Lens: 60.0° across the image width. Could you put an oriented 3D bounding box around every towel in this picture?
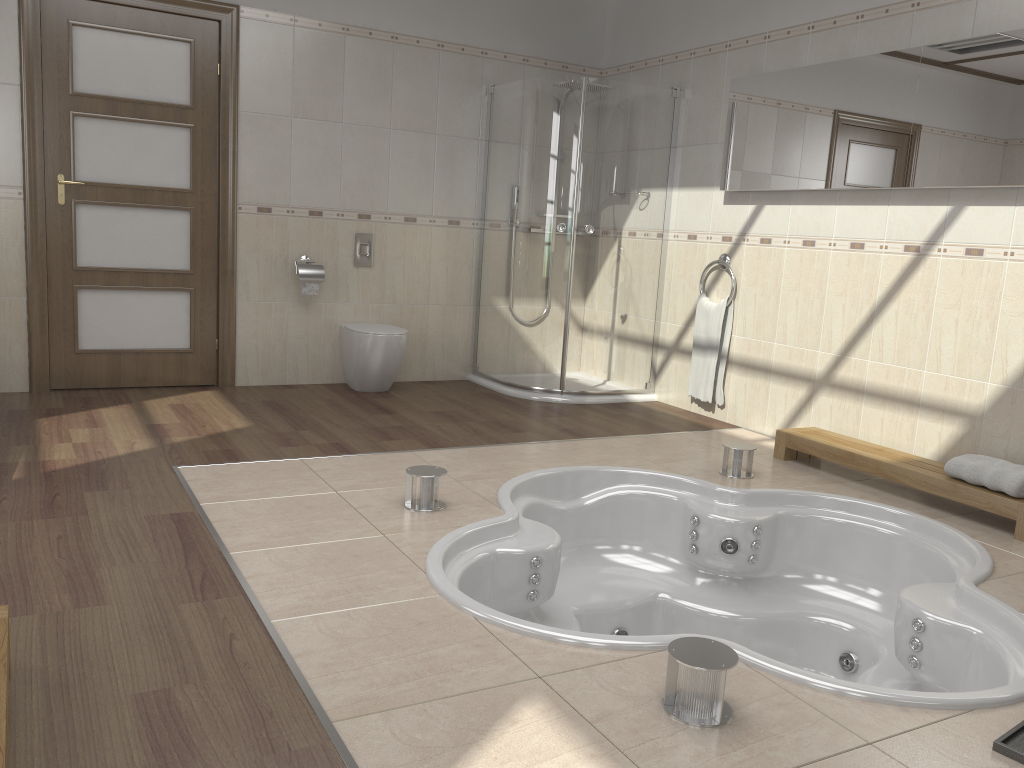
[{"bbox_3d":[1.890,0.351,3.447,0.233,0.099,0.331,-1,11,-24],"label":"towel"},{"bbox_3d":[1.145,-0.205,5.118,0.083,0.635,0.280,-2,11,-28],"label":"towel"}]

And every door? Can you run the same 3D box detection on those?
[{"bbox_3d":[-2.056,-0.982,4.832,0.861,2.026,0.102,-2,11,-31],"label":"door"}]

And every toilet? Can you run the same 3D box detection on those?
[{"bbox_3d":[-0.835,-0.149,5.358,0.337,0.388,0.519,-2,11,-29],"label":"toilet"}]

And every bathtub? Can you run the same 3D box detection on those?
[{"bbox_3d":[0.681,0.866,2.991,1.754,0.674,1.751,6,10,15],"label":"bathtub"}]

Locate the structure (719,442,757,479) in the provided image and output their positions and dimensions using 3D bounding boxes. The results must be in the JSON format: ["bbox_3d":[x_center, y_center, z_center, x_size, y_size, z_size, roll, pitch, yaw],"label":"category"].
[{"bbox_3d":[1.002,0.337,3.933,0.150,0.131,0.150,-4,12,-39],"label":"structure"}]

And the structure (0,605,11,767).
[{"bbox_3d":[-1.054,0.665,1.223,0.620,0.140,1.280,-2,11,-29],"label":"structure"}]

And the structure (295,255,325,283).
[{"bbox_3d":[-1.202,-0.681,5.255,0.170,0.151,0.154,-2,11,-29],"label":"structure"}]

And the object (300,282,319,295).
[{"bbox_3d":[-1.201,-0.605,5.244,0.098,0.151,0.090,-2,11,-29],"label":"object"}]

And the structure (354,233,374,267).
[{"bbox_3d":[-0.916,-0.827,5.468,0.120,0.200,0.010,-2,11,-29],"label":"structure"}]

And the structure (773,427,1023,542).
[{"bbox_3d":[1.693,0.398,3.810,0.260,0.140,1.280,-2,11,-29],"label":"structure"}]

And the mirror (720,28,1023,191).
[{"bbox_3d":[2.045,-1.060,3.366,0.005,0.600,3.600,-2,11,-29],"label":"mirror"}]

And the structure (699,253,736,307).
[{"bbox_3d":[1.184,-0.584,5.071,0.051,0.332,0.291,-2,11,-29],"label":"structure"}]

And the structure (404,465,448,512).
[{"bbox_3d":[-0.312,0.377,3.210,0.150,0.131,0.150,8,11,26],"label":"structure"}]

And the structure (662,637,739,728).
[{"bbox_3d":[0.407,0.642,1.920,0.150,0.131,0.150,-1,11,-24],"label":"structure"}]

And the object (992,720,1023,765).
[{"bbox_3d":[1.231,0.750,1.867,0.400,0.040,0.250,-4,12,-39],"label":"object"}]

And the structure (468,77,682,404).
[{"bbox_3d":[0.370,-0.902,5.650,0.900,1.917,0.900,-2,11,-29],"label":"structure"}]
